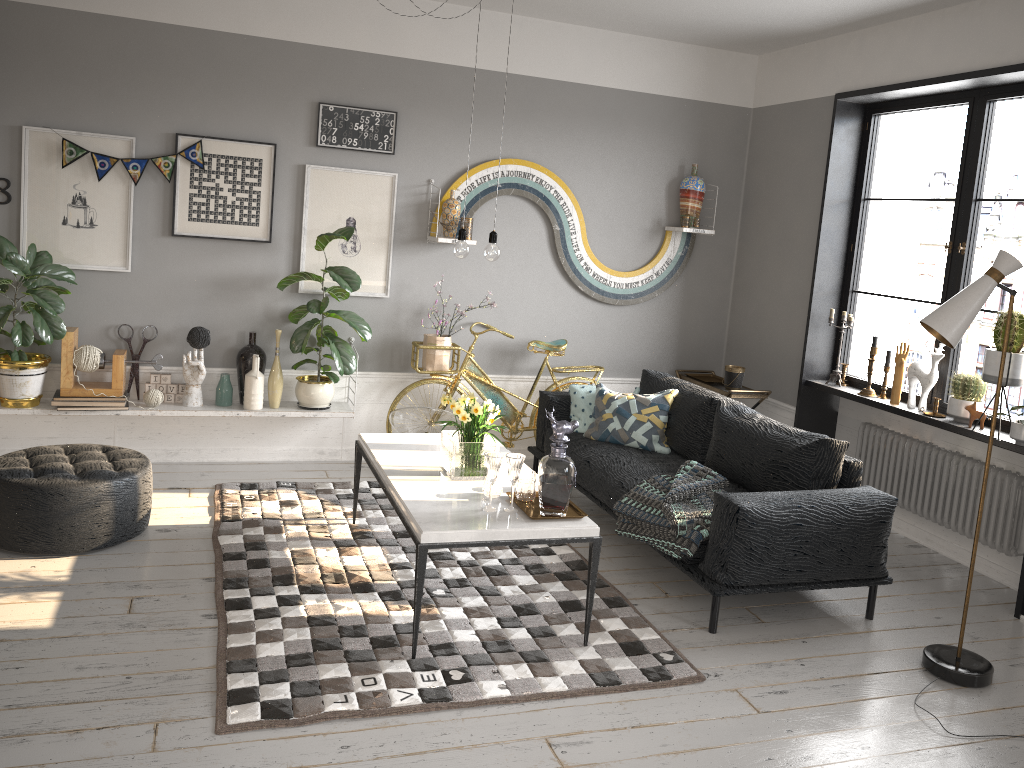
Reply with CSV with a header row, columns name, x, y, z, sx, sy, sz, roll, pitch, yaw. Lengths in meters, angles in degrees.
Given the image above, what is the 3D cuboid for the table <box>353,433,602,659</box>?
name,x,y,z,sx,sy,sz,roll,pitch,yaw
table,-0.246,0.652,4.024,0.731,0.506,1.471,2,10,-19

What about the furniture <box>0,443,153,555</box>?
name,x,y,z,sx,sy,sz,roll,pitch,yaw
furniture,-2.115,0.529,4.230,0.735,0.354,0.742,-1,11,-32

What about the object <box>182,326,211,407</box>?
name,x,y,z,sx,sy,sz,roll,pitch,yaw
object,-1.896,-0.106,5.308,0.155,0.479,0.137,2,7,-20

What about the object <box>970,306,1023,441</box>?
name,x,y,z,sx,sy,sz,roll,pitch,yaw
object,2.444,-0.068,4.389,0.237,0.665,0.229,11,9,41

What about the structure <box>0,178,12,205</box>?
name,x,y,z,sx,sy,sz,roll,pitch,yaw
structure,-3.187,-1.040,4.895,0.738,0.261,0.024,1,7,-19

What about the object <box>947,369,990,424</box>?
name,x,y,z,sx,sy,sz,roll,pitch,yaw
object,2.431,0.065,4.722,0.213,0.280,0.236,-3,11,-45

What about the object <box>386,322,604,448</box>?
name,x,y,z,sx,sy,sz,roll,pitch,yaw
object,-0.016,0.087,5.947,1.625,0.962,0.430,0,9,-28

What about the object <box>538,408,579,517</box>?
name,x,y,z,sx,sy,sz,roll,pitch,yaw
object,0.185,0.310,3.525,0.156,0.414,0.149,5,7,0

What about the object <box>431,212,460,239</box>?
name,x,y,z,sx,sy,sz,roll,pitch,yaw
object,-0.427,-1.011,5.631,0.197,0.164,0.060,7,7,14

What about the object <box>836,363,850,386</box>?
name,x,y,z,sx,sy,sz,roll,pitch,yaw
object,2.128,-0.067,5.671,0.084,0.150,0.085,3,8,-16

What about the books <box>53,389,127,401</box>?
name,x,y,z,sx,sy,sz,roll,pitch,yaw
books,-2.440,0.064,5.131,0.379,0.017,0.231,1,11,-22

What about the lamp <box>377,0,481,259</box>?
name,x,y,z,sx,sy,sz,roll,pitch,yaw
lamp,-0.589,-1.256,3.346,0.075,1.523,1.399,10,10,39

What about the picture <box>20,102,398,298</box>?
name,x,y,z,sx,sy,sz,roll,pitch,yaw
picture,-3.548,-0.763,2.631,7.286,1.780,4.081,1,10,-19

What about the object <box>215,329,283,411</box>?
name,x,y,z,sx,sy,sz,roll,pitch,yaw
object,-1.594,-0.100,5.397,0.333,0.484,0.287,10,9,30

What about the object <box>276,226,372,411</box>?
name,x,y,z,sx,sy,sz,roll,pitch,yaw
object,-1.157,-0.410,5.468,0.568,1.141,0.418,8,8,20

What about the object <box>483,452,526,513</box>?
name,x,y,z,sx,sy,sz,roll,pitch,yaw
object,-0.037,0.391,3.515,0.167,0.225,0.083,4,7,-8

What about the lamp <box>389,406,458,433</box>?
name,x,y,z,sx,sy,sz,roll,pitch,yaw
lamp,-0.568,0.373,5.575,0.433,0.434,0.436,7,9,11

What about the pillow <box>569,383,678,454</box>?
name,x,y,z,sx,sy,sz,roll,pitch,yaw
pillow,0.676,0.164,5.388,0.443,0.359,0.805,-2,12,-37

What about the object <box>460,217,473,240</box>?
name,x,y,z,sx,sy,sz,roll,pitch,yaw
object,-0.295,-1.000,5.694,0.086,0.138,0.086,1,9,-27

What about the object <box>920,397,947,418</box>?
name,x,y,z,sx,sy,sz,roll,pitch,yaw
object,2.323,0.127,4.851,0.123,0.098,0.124,5,9,3

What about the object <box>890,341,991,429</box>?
name,x,y,z,sx,sy,sz,roll,pitch,yaw
object,2.340,-0.023,4.847,0.134,0.406,0.669,3,10,-18

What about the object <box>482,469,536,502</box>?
name,x,y,z,sx,sy,sz,roll,pitch,yaw
object,0.044,0.439,3.691,0.279,0.086,0.248,-4,13,-41

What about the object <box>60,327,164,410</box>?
name,x,y,z,sx,sy,sz,roll,pitch,yaw
object,-2.310,-0.088,5.149,0.545,0.436,0.241,2,8,-19

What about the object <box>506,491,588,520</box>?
name,x,y,z,sx,sy,sz,roll,pitch,yaw
object,0.137,0.494,3.604,0.246,0.015,0.321,1,11,-19

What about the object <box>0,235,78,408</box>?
name,x,y,z,sx,sy,sz,roll,pitch,yaw
object,-2.716,-0.346,4.904,0.510,0.956,0.550,0,9,-34

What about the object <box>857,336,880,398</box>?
name,x,y,z,sx,sy,sz,roll,pitch,yaw
object,2.167,-0.114,5.327,0.123,0.372,0.124,3,7,-15

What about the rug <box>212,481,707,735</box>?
name,x,y,z,sx,sy,sz,roll,pitch,yaw
rug,-0.487,0.840,4.210,1.768,0.034,2.553,1,11,-19

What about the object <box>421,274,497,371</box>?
name,x,y,z,sx,sy,sz,roll,pitch,yaw
object,-0.347,-0.386,5.738,0.488,0.636,0.255,5,7,-2

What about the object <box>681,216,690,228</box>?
name,x,y,z,sx,sy,sz,roll,pitch,yaw
object,1.217,-1.135,6.202,0.060,0.078,0.060,0,9,-31

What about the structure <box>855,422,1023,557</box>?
name,x,y,z,sx,sy,sz,roll,pitch,yaw
structure,2.397,0.564,5.033,0.148,0.424,1.236,2,10,-21

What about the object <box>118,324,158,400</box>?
name,x,y,z,sx,sy,sz,roll,pitch,yaw
object,-2.256,-0.128,5.319,0.221,0.460,0.019,2,7,-19

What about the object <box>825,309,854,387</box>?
name,x,y,z,sx,sy,sz,roll,pitch,yaw
object,2.066,-0.234,5.624,0.145,0.486,0.163,7,7,16

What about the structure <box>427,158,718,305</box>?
name,x,y,z,sx,sy,sz,roll,pitch,yaw
structure,0.437,-1.018,6.014,2.020,0.948,0.269,1,8,-19

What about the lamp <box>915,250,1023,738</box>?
name,x,y,z,sx,sy,sz,roll,pitch,yaw
lamp,2.102,0.359,3.420,1.245,1.688,0.686,2,8,-21

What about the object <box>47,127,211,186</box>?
name,x,y,z,sx,sy,sz,roll,pitch,yaw
object,-2.232,-1.324,5.156,0.913,0.337,0.058,1,8,-20

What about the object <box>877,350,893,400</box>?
name,x,y,z,sx,sy,sz,roll,pitch,yaw
object,2.235,-0.062,5.282,0.076,0.298,0.076,6,7,11

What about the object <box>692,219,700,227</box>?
name,x,y,z,sx,sy,sz,roll,pitch,yaw
object,1.291,-1.127,6.192,0.050,0.058,0.050,0,9,-30

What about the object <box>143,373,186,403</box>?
name,x,y,z,sx,sy,sz,roll,pitch,yaw
object,-2.087,0.023,5.361,0.264,0.172,0.079,3,8,-14

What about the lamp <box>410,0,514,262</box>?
name,x,y,z,sx,sy,sz,roll,pitch,yaw
lamp,-0.452,-1.241,3.331,0.075,1.523,1.399,10,10,39

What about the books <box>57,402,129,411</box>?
name,x,y,z,sx,sy,sz,roll,pitch,yaw
books,-2.428,0.111,5.137,0.368,0.021,0.299,0,11,-25

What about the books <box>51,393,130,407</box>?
name,x,y,z,sx,sy,sz,roll,pitch,yaw
books,-2.436,0.088,5.125,0.384,0.029,0.263,1,11,-19

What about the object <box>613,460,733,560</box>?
name,x,y,z,sx,sy,sz,roll,pitch,yaw
object,0.831,0.603,4.183,0.490,0.326,0.673,1,10,-24

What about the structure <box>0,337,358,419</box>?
name,x,y,z,sx,sy,sz,roll,pitch,yaw
structure,-2.305,-0.066,5.185,2.773,0.482,0.311,1,8,-19

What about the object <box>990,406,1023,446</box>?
name,x,y,z,sx,sy,sz,roll,pitch,yaw
object,2.456,0.194,4.246,0.246,0.202,0.172,2,9,-17

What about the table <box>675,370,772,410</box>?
name,x,y,z,sx,sy,sz,roll,pitch,yaw
table,1.442,0.302,6.258,0.339,0.674,0.750,2,9,-19

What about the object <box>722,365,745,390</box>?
name,x,y,z,sx,sy,sz,roll,pitch,yaw
object,1.505,-0.037,6.012,0.142,0.159,0.139,8,9,18

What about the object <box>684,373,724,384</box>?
name,x,y,z,sx,sy,sz,roll,pitch,yaw
object,1.420,-0.038,6.365,0.246,0.015,0.321,1,11,-19

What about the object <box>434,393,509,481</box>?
name,x,y,z,sx,sy,sz,roll,pitch,yaw
object,-0.184,0.230,3.977,0.324,0.348,0.355,2,9,-17

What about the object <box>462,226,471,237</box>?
name,x,y,z,sx,sy,sz,roll,pitch,yaw
object,-0.299,-0.988,5.778,0.062,0.081,0.063,-3,11,-43

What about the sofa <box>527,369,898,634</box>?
name,x,y,z,sx,sy,sz,roll,pitch,yaw
sofa,0.912,0.465,4.844,0.969,0.791,2.365,2,10,-20
